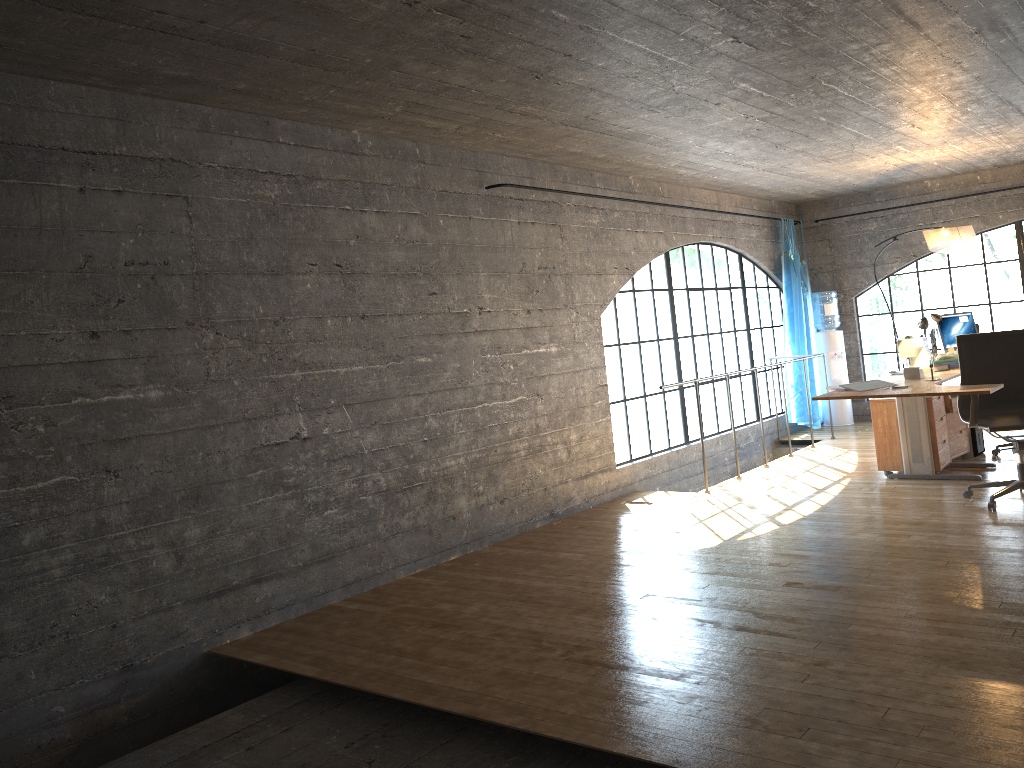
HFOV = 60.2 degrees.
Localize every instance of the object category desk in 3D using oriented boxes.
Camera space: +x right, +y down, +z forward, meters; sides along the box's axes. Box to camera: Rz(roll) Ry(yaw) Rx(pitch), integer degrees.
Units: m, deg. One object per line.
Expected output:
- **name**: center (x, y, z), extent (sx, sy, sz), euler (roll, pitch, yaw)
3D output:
- **desk**: center (3.525, 0.246, 6.141), extent (1.627, 0.741, 3.523), euler (-4, 3, 40)

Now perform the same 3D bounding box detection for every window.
- **window**: center (4.056, -0.655, 8.410), extent (6.944, 1.878, 3.182), euler (-6, 1, -1)

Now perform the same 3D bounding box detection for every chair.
- **chair**: center (3.060, 0.189, 5.297), extent (0.652, 1.019, 0.684), euler (-6, -1, 8)
- **chair**: center (3.994, 0.109, 6.769), extent (0.650, 0.862, 0.686), euler (-6, -1, 25)

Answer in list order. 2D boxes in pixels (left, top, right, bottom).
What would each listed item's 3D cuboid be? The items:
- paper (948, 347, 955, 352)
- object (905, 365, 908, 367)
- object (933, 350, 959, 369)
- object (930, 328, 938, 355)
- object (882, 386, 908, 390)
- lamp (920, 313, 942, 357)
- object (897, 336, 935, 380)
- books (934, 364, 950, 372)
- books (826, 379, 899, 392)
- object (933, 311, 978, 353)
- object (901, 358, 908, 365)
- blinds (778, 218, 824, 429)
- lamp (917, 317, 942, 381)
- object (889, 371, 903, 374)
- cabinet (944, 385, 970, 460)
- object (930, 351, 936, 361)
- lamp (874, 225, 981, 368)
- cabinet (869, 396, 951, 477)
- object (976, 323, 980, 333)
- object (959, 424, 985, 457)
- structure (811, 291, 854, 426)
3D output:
- **paper**: center (3.719, -0.270, 7.457), extent (0.079, 0.075, 0.019), euler (-6, -2, -26)
- **object**: center (3.110, -0.181, 6.831), extent (0.133, 0.129, 0.039), euler (-6, -2, 34)
- **object**: center (3.267, -0.185, 6.546), extent (0.254, 0.130, 0.253), euler (-4, 2, 42)
- **object**: center (3.587, -0.333, 7.509), extent (0.085, 0.279, 0.084), euler (-5, -3, -7)
- **object**: center (2.331, 0.021, 5.333), extent (0.141, 0.013, 0.128), euler (-3, 3, 42)
- **lamp**: center (3.517, -0.388, 7.400), extent (0.207, 0.411, 0.105), euler (-6, -3, 6)
- **object**: center (2.761, -0.190, 6.047), extent (0.136, 0.285, 0.404), euler (-7, 0, 39)
- **books**: center (3.017, -0.118, 6.455), extent (0.260, 0.054, 0.290), euler (-6, 2, -10)
- **books**: center (2.193, 0.009, 5.549), extent (0.308, 0.044, 0.316), euler (-6, 3, -16)
- **object**: center (3.825, -0.416, 7.576), extent (0.471, 0.392, 0.284), euler (-6, -1, -26)
- **object**: center (3.045, -0.174, 6.743), extent (0.099, 0.136, 0.154), euler (-5, 0, -16)
- **blinds**: center (3.139, -0.664, 9.546), extent (0.260, 2.294, 0.948), euler (-8, -3, 36)
- **lamp**: center (2.675, -0.227, 5.662), extent (0.105, 0.411, 0.207), euler (-7, -2, 25)
- **object**: center (2.836, -0.084, 6.424), extent (0.075, 0.026, 0.180), euler (-6, 3, -21)
- **cabinet**: center (3.280, 0.319, 6.883), extent (0.427, 0.574, 0.469), euler (-5, -1, -44)
- **object**: center (3.415, -0.247, 7.235), extent (0.189, 0.165, 0.169), euler (-6, 0, 24)
- **lamp**: center (4.011, -0.595, 10.344), extent (0.386, 1.936, 6.237), euler (-6, 2, 4)
- **cabinet**: center (2.939, 0.370, 6.492), extent (0.424, 0.574, 0.426), euler (-6, -1, 36)
- **object**: center (4.062, -0.390, 7.723), extent (0.084, 0.279, 0.085), euler (-8, -3, 41)
- **object**: center (3.511, 0.364, 7.129), extent (0.478, 0.413, 0.201), euler (-5, -1, 44)
- **structure**: center (3.540, -0.290, 9.795), extent (0.328, 1.482, 0.324), euler (-4, -3, -31)
